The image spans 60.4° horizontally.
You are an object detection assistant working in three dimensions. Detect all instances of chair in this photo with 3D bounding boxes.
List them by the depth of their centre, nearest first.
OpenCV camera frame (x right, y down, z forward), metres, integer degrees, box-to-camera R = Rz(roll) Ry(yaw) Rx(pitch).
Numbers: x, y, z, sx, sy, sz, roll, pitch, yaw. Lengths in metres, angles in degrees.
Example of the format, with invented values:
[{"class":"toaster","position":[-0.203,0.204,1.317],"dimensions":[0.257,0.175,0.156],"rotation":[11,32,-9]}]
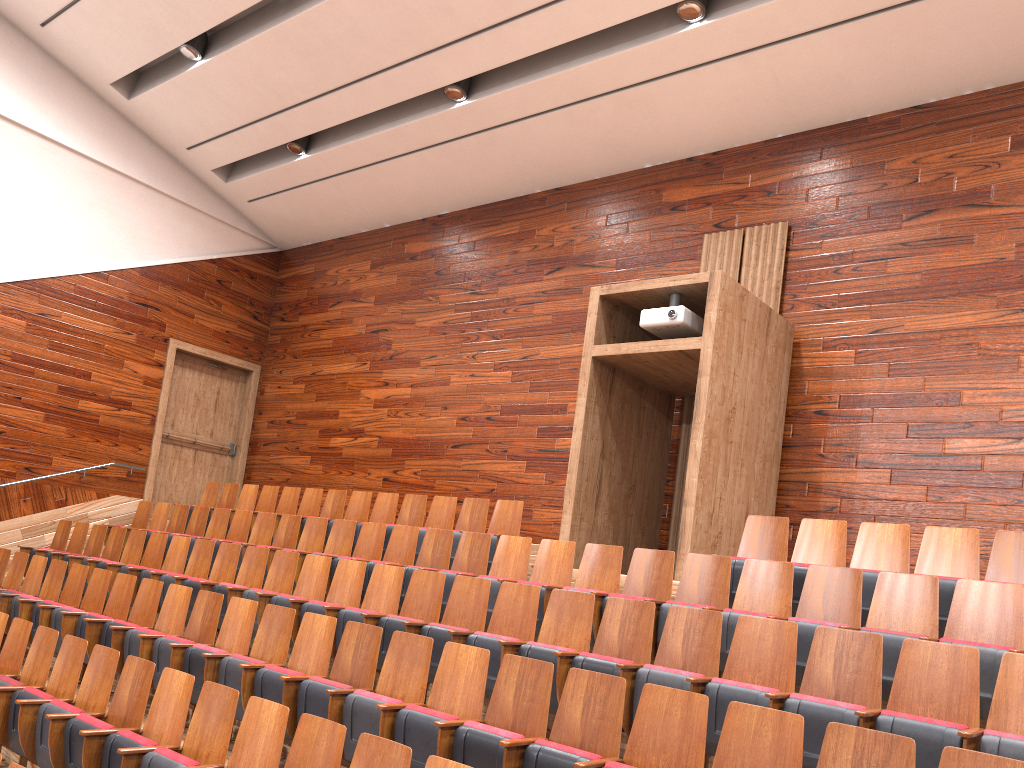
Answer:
[{"class":"chair","position":[-0.179,0.181,0.361],"dimensions":[1.182,0.367,0.785],"rotation":[-2,-14,40]}]

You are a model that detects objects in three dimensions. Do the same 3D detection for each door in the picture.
[{"class":"door","position":[-0.427,0.074,1.200],"dimensions":[0.024,0.236,0.142],"rotation":[3,-8,40]}]

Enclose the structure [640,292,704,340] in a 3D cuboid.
[{"class":"structure","position":[0.125,-0.056,0.683],"dimensions":[0.038,0.031,0.041],"rotation":[0,-12,40]}]

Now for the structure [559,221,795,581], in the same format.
[{"class":"structure","position":[0.146,0.002,0.730],"dimensions":[0.116,0.324,0.146],"rotation":[3,-8,40]}]
